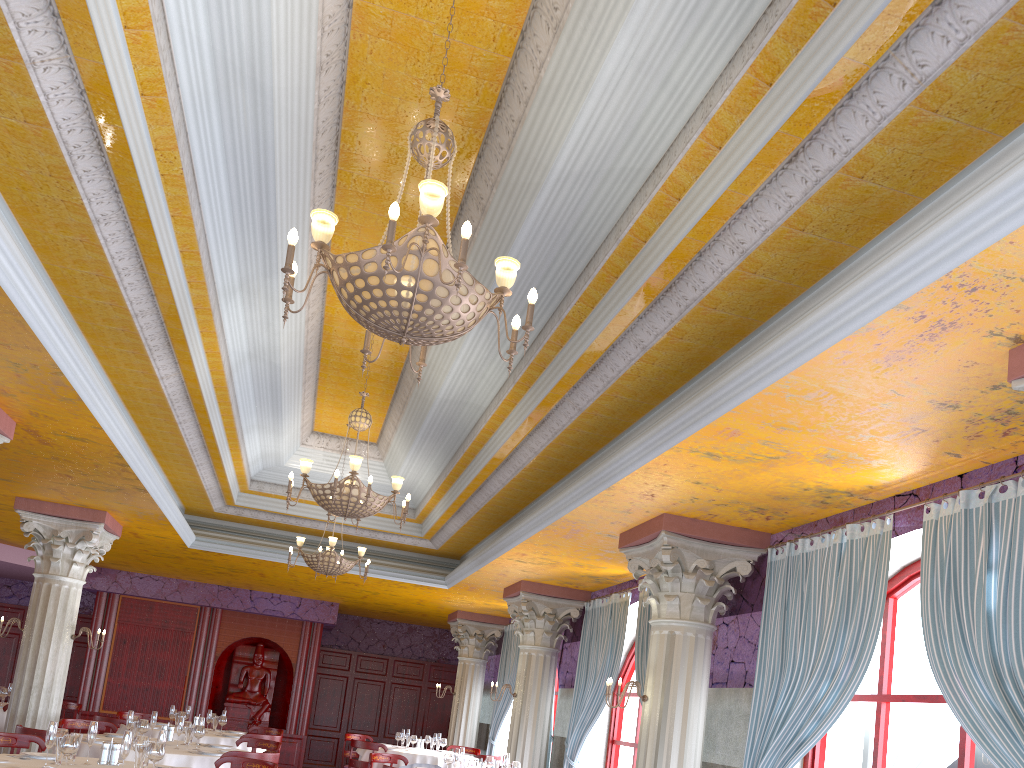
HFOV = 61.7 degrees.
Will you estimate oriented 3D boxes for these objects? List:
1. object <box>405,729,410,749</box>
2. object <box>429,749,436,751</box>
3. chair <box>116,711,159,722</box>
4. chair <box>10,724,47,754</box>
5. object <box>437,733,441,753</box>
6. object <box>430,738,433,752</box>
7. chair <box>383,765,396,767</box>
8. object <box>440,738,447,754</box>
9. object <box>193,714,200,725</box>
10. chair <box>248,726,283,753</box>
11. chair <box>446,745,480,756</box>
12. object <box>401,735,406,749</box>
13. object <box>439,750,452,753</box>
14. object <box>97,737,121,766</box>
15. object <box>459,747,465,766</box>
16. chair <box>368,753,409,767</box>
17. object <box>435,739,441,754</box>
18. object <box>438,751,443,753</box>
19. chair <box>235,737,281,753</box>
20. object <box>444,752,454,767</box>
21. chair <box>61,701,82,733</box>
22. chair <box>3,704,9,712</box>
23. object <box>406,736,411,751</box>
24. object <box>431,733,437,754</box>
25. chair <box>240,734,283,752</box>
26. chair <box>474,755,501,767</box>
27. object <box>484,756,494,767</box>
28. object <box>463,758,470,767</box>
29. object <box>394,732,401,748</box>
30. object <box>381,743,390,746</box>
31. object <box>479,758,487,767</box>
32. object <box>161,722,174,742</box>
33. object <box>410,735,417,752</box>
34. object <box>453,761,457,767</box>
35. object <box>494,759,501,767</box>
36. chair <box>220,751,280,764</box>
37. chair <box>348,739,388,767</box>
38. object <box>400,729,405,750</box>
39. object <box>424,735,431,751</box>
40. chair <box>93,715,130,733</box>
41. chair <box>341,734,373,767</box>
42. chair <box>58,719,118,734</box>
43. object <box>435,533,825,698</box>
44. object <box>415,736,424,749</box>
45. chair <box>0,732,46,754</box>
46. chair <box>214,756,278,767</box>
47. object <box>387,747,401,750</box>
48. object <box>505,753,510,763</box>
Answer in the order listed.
[{"bbox_3d":[-1.806,6.129,14.790,0.073,0.322,0.077,4,-8,23],"label":"object"},{"bbox_3d":[-1.382,6.506,15.217,0.055,0.019,0.271,-6,-25,33],"label":"object"},{"bbox_3d":[-5.673,5.537,12.963,0.645,1.045,0.787,0,-14,31],"label":"chair"},{"bbox_3d":[-4.409,3.800,8.091,0.747,1.046,0.678,0,-13,31],"label":"chair"},{"bbox_3d":[-1.266,6.184,14.759,0.073,0.322,0.077,4,-8,23],"label":"object"},{"bbox_3d":[-1.386,6.239,14.813,0.085,0.228,0.090,5,-9,12],"label":"object"},{"bbox_3d":[-1.036,4.490,8.779,0.747,1.046,0.678,0,-13,31],"label":"chair"},{"bbox_3d":[-1.163,6.100,14.419,0.122,0.253,0.128,7,-10,1],"label":"object"},{"bbox_3d":[-4.566,4.907,12.484,0.149,0.203,0.073,15,-12,-33],"label":"object"},{"bbox_3d":[-4.010,5.904,13.372,0.747,1.046,0.678,0,-13,32],"label":"chair"},{"bbox_3d":[-1.004,7.099,15.475,0.747,1.046,0.678,0,-13,32],"label":"chair"},{"bbox_3d":[-1.869,6.124,14.671,0.088,0.228,0.087,13,-11,-32],"label":"object"},{"bbox_3d":[-1.185,6.498,15.140,0.316,0.023,0.330,12,-22,-12],"label":"object"},{"bbox_3d":[-2.969,2.713,6.331,0.149,0.203,0.073,15,-12,-33],"label":"object"},{"bbox_3d":[-0.608,4.483,10.175,0.074,0.322,0.076,-1,-11,45],"label":"object"},{"bbox_3d":[-1.470,5.086,10.450,0.645,1.045,0.787,0,-14,31],"label":"chair"},{"bbox_3d":[-1.237,6.069,14.327,0.088,0.228,0.087,13,-11,-32],"label":"object"},{"bbox_3d":[-1.256,6.423,14.952,0.139,0.010,0.031,-7,-24,33],"label":"object"},{"bbox_3d":[-3.179,4.763,10.171,0.747,1.046,0.678,0,-13,32],"label":"chair"},{"bbox_3d":[-0.743,4.421,9.967,0.122,0.253,0.128,7,-10,1],"label":"object"},{"bbox_3d":[-7.249,5.555,13.516,0.747,1.046,0.678,0,-13,32],"label":"chair"},{"bbox_3d":[-6.815,4.959,11.845,0.645,1.045,0.787,0,-14,31],"label":"chair"},{"bbox_3d":[-1.720,5.953,14.186,0.088,0.228,0.087,13,-11,-32],"label":"object"},{"bbox_3d":[-1.289,5.971,14.220,0.073,0.322,0.077,4,-8,23],"label":"object"},{"bbox_3d":[-3.576,5.309,11.701,0.645,1.045,0.787,0,-14,31],"label":"chair"},{"bbox_3d":[-0.570,6.503,13.804,0.645,1.045,0.787,0,-14,31],"label":"chair"},{"bbox_3d":[-0.277,4.598,10.273,0.124,0.253,0.125,11,-11,-21],"label":"object"},{"bbox_3d":[-0.523,4.307,9.570,0.085,0.228,0.090,5,-9,12],"label":"object"},{"bbox_3d":[-1.941,6.067,14.583,0.122,0.253,0.128,7,-10,1],"label":"object"},{"bbox_3d":[-2.224,6.266,14.878,0.316,0.023,0.330,12,-22,-12],"label":"object"},{"bbox_3d":[-0.362,4.456,9.971,0.149,0.203,0.073,15,-12,-33],"label":"object"},{"bbox_3d":[-3.736,3.766,9.283,0.149,0.203,0.073,15,-12,-33],"label":"object"},{"bbox_3d":[-1.628,5.923,14.113,0.123,0.253,0.127,-3,-14,45],"label":"object"},{"bbox_3d":[-0.672,4.478,10.055,0.086,0.228,0.088,9,-9,-10],"label":"object"},{"bbox_3d":[-0.188,4.593,10.197,0.085,0.228,0.090,5,-9,12],"label":"object"},{"bbox_3d":[-2.746,4.167,8.500,0.645,1.045,0.787,0,-14,31],"label":"chair"},{"bbox_3d":[-2.234,6.136,13.395,0.747,1.046,0.678,0,-13,31],"label":"chair"},{"bbox_3d":[-1.829,5.916,14.251,0.073,0.322,0.077,4,-8,23],"label":"object"},{"bbox_3d":[-1.475,6.244,14.889,0.124,0.253,0.125,11,-11,-21],"label":"object"},{"bbox_3d":[-5.240,4.941,11.292,0.747,1.046,0.678,0,-13,31],"label":"chair"},{"bbox_3d":[-2.667,6.731,15.066,0.645,1.045,0.787,0,-14,31],"label":"chair"},{"bbox_3d":[-4.843,4.396,9.762,0.645,1.045,0.787,0,-14,31],"label":"chair"},{"bbox_3d":[1.923,3.120,7.665,2.112,3.425,30.646,9,-21,-11],"label":"object"},{"bbox_3d":[-1.560,6.102,14.587,0.149,0.203,0.073,15,-12,-33],"label":"object"},{"bbox_3d":[-4.077,3.343,6.810,0.645,1.045,0.787,0,-14,31],"label":"chair"},{"bbox_3d":[-2.413,3.710,7.219,0.747,1.046,0.678,0,-13,32],"label":"chair"},{"bbox_3d":[-1.948,5.895,13.834,0.316,0.023,0.330,12,-22,-12],"label":"object"},{"bbox_3d":[-0.068,4.538,10.144,0.075,0.322,0.075,10,-8,-21],"label":"object"}]
